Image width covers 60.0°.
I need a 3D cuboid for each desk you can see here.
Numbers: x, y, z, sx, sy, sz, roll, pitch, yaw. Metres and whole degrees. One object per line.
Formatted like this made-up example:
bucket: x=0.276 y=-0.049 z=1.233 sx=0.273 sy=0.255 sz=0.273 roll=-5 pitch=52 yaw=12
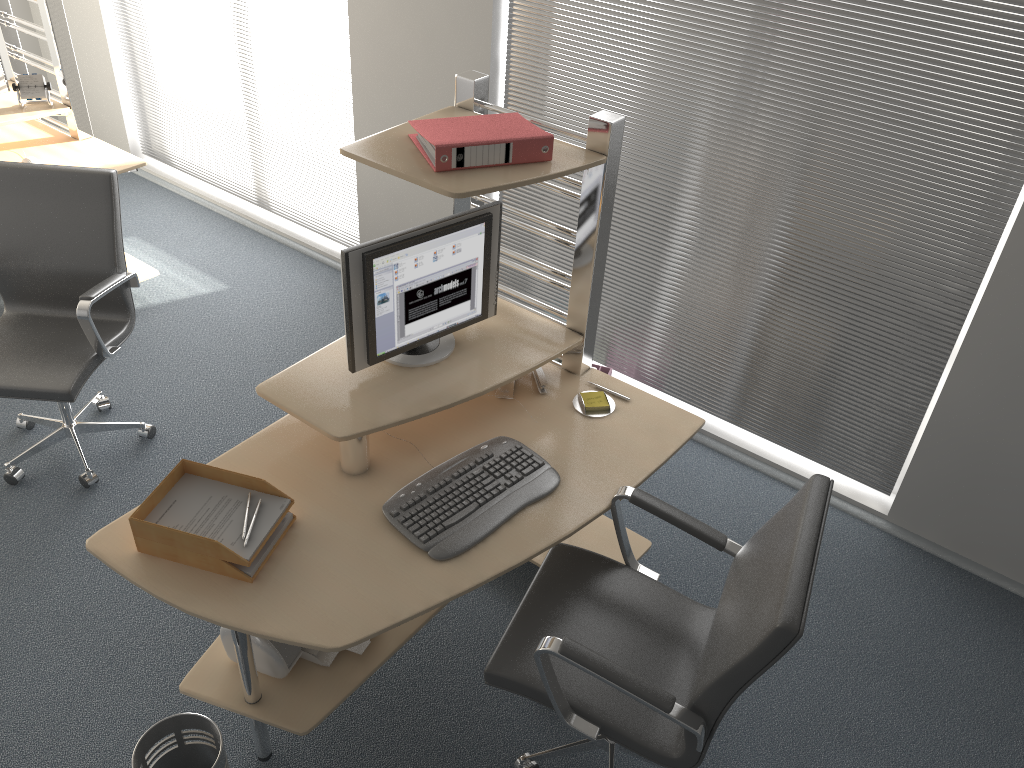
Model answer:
desk: x=-0.230 y=0.207 z=2.408 sx=0.967 sy=1.566 sz=1.469 roll=26 pitch=42 yaw=27
desk: x=-2.457 y=-0.899 z=3.683 sx=0.967 sy=1.566 sz=1.469 roll=26 pitch=42 yaw=27

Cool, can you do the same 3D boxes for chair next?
chair: x=-1.696 y=-0.176 z=3.218 sx=0.584 sy=1.048 sz=0.652 roll=4 pitch=37 yaw=0
chair: x=0.320 y=0.674 z=2.267 sx=0.652 sy=1.048 sz=0.584 roll=17 pitch=38 yaw=17

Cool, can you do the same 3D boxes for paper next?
paper: x=-0.730 y=0.363 z=2.205 sx=0.297 sy=0.019 sz=0.210 roll=12 pitch=37 yaw=11
paper: x=-0.727 y=0.321 z=2.174 sx=0.297 sy=0.010 sz=0.210 roll=12 pitch=37 yaw=11

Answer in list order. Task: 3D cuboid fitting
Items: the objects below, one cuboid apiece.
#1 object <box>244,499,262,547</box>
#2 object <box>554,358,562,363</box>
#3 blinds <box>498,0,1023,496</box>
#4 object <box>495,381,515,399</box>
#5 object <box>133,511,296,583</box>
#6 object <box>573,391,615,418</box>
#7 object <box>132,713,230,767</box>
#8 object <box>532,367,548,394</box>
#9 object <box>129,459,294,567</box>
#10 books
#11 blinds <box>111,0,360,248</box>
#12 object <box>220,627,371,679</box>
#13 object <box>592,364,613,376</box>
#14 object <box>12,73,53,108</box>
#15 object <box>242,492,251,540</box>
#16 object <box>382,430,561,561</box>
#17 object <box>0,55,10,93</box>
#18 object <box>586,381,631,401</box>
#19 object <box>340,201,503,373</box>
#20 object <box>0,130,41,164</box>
object: x=-0.629 y=0.336 z=2.149 sx=0.008 sy=0.009 sz=0.159 roll=3 pitch=37 yaw=-1
object: x=0.105 y=-0.018 z=3.901 sx=0.185 sy=0.202 sz=0.245 roll=27 pitch=42 yaw=27
blinds: x=0.768 y=-1.066 z=3.053 sx=1.950 sy=2.770 sz=0.022 roll=26 pitch=42 yaw=27
object: x=-0.017 y=-0.028 z=2.774 sx=0.054 sy=0.064 sz=0.159 roll=5 pitch=37 yaw=1
object: x=-0.730 y=0.353 z=2.198 sx=0.309 sy=0.060 sz=0.225 roll=12 pitch=37 yaw=11
object: x=0.253 y=0.053 z=2.722 sx=0.132 sy=0.026 sz=0.132 roll=27 pitch=42 yaw=27
object: x=-0.817 y=1.035 z=2.249 sx=0.208 sy=0.377 sz=0.208 roll=-3 pitch=37 yaw=-9
object: x=0.086 y=-0.023 z=2.795 sx=0.022 sy=0.042 sz=0.134 roll=-4 pitch=37 yaw=-11
object: x=-0.727 y=0.308 z=2.164 sx=0.309 sy=0.060 sz=0.225 roll=12 pitch=37 yaw=11
books: x=-0.088 y=-0.664 z=2.369 sx=0.320 sy=0.072 sz=0.262 roll=-10 pitch=39 yaw=-18
blinds: x=-1.465 y=-2.175 z=4.330 sx=1.950 sy=2.749 sz=0.037 roll=26 pitch=42 yaw=27
object: x=-0.552 y=0.623 z=2.521 sx=0.351 sy=0.162 sz=0.438 roll=16 pitch=38 yaw=15
object: x=0.302 y=0.059 z=3.816 sx=0.185 sy=0.202 sz=0.245 roll=14 pitch=38 yaw=13
object: x=-2.145 y=-1.315 z=3.975 sx=0.154 sy=0.135 sz=0.093 roll=-7 pitch=38 yaw=-15
object: x=-0.648 y=0.322 z=2.167 sx=0.008 sy=0.009 sz=0.159 roll=-2 pitch=37 yaw=-8
object: x=-0.296 y=0.186 z=2.533 sx=0.814 sy=0.082 sz=0.478 roll=32 pitch=45 yaw=33
object: x=-2.483 y=-1.387 z=3.804 sx=0.516 sy=0.418 sz=0.245 roll=-23 pitch=44 yaw=-31
object: x=0.301 y=0.021 z=2.783 sx=0.158 sy=0.011 sz=0.011 roll=24 pitch=41 yaw=25
object: x=-0.272 y=-0.291 z=2.541 sx=0.516 sy=0.418 sz=0.245 roll=-17 pitch=42 yaw=-26
object: x=-2.305 y=-1.098 z=4.062 sx=0.742 sy=0.088 sz=0.168 roll=28 pitch=43 yaw=29
